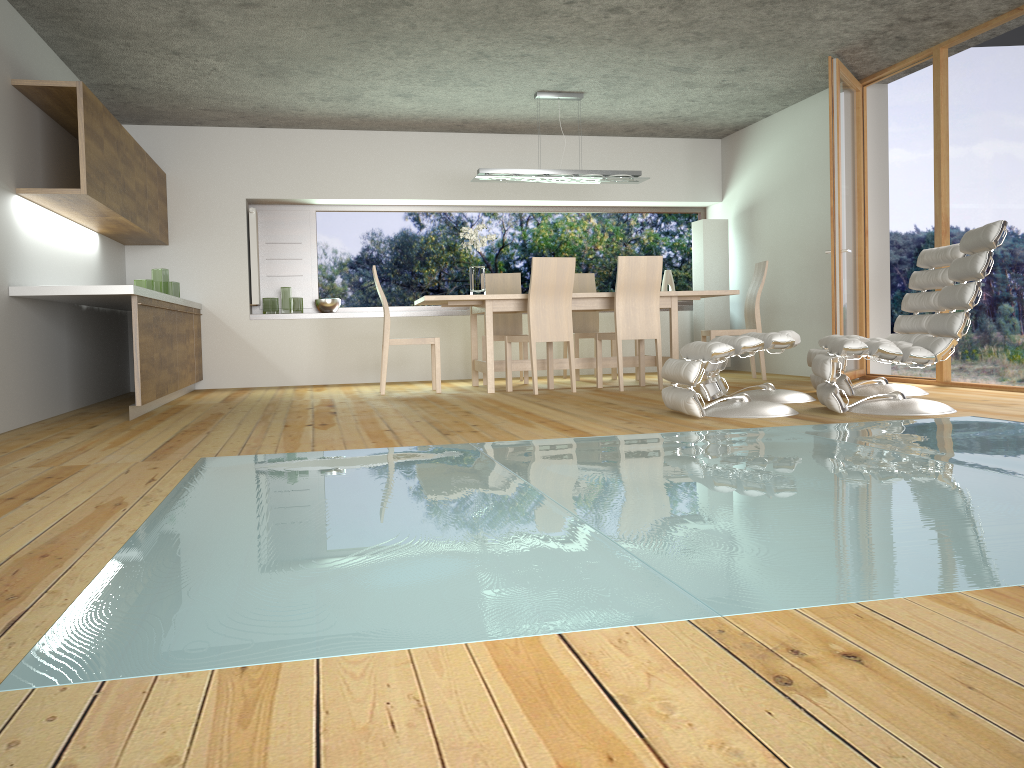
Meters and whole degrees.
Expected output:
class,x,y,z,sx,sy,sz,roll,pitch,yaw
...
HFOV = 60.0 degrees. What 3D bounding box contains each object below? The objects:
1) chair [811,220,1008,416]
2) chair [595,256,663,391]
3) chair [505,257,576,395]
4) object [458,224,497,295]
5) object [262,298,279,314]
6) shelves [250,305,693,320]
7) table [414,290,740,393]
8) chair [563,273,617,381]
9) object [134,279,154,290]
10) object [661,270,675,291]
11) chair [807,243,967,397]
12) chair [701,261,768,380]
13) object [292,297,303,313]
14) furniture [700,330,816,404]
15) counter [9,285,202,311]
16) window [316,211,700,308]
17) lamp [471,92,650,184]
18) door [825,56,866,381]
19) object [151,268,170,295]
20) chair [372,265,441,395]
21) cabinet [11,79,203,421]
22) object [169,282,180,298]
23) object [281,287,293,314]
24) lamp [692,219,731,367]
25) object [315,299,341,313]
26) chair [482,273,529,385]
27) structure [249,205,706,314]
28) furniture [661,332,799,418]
class,x,y,z,sx,sy,sz,roll,pitch,yaw
chair,2.096,-0.341,4.746,0.914,0.968,0.570,-1,2,12
chair,0.922,-0.470,6.921,0.404,1.016,0.506,-2,2,-13
chair,0.226,-0.446,6.824,0.404,1.016,0.506,-2,2,-24
object,-0.282,-1.015,7.275,0.304,0.607,0.302,-2,2,-9
object,-2.339,-0.756,8.594,0.111,0.160,0.112,0,3,27
shelves,-0.154,-0.737,9.128,4.871,0.054,0.404,-2,4,-13
table,0.485,-0.360,7.435,2.500,0.755,1.201,-2,3,-10
chair,0.706,-0.557,8.415,0.404,1.016,0.506,-2,2,-14
object,-2.945,-0.755,7.101,0.111,0.160,0.112,-1,2,12
object,1.670,-1.024,9.471,0.153,0.384,0.153,-2,2,-16
chair,2.480,-0.421,5.877,0.914,0.968,0.570,-2,2,-3
chair,1.934,-0.544,7.703,0.506,1.016,0.405,-1,2,0
object,-2.121,-0.769,8.716,0.111,0.160,0.112,-3,3,-28
furniture,1.572,-0.118,5.640,0.686,0.439,0.570,0,3,23
counter,-2.858,-0.621,6.626,0.652,0.054,3.289,-2,4,-13
window,0.067,-1.334,9.405,4.187,0.977,0.012,-2,2,-13
lamp,0.401,-2.072,7.450,1.490,0.719,0.290,-2,2,-13
door,2.627,-1.229,6.925,0.163,2.415,0.936,0,2,32
object,-2.882,-0.815,7.271,0.099,0.259,0.099,-1,2,12
chair,-0.856,-0.440,7.167,0.506,1.016,0.404,-2,2,-10
cabinet,-2.883,-0.855,6.712,0.656,2.002,3.095,-2,3,-13
object,-2.877,-0.779,7.468,0.112,0.160,0.111,-1,2,12
object,-2.177,-0.806,8.567,0.099,0.259,0.099,-2,2,-8
lamp,2.050,-0.926,9.125,0.280,1.499,0.280,-2,2,-13
object,-1.813,-0.766,8.732,0.247,0.137,0.247,0,3,22
chair,-0.075,-0.517,8.095,0.404,1.016,0.507,-2,2,-2
structure,-0.174,-1.280,9.132,4.876,1.153,0.526,-2,2,-13
furniture,1.206,-0.059,4.828,0.686,0.439,0.570,-2,3,-6
